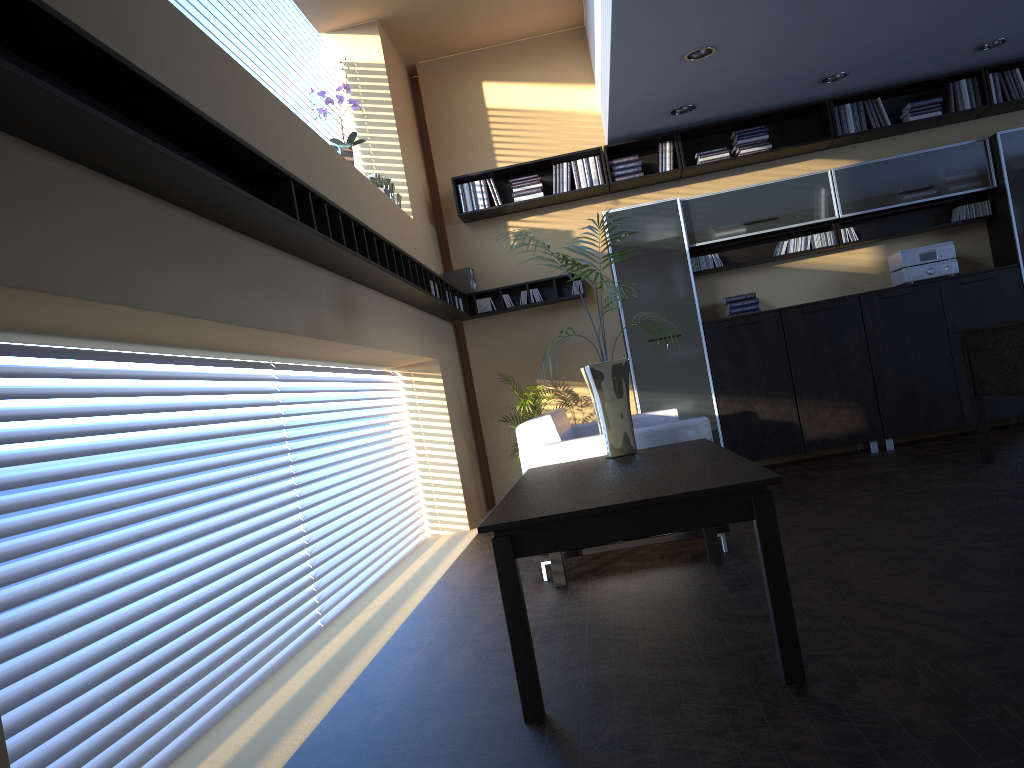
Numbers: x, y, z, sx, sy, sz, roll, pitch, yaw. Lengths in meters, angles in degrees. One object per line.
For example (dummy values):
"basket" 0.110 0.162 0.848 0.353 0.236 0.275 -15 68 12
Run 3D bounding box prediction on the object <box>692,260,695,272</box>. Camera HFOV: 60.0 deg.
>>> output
"object" 1.586 -1.035 7.777 0.009 0.120 0.142 -10 -1 6

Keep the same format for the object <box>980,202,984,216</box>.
"object" 3.959 -1.471 7.518 0.009 0.120 0.142 -10 -1 6

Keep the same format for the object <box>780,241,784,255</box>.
"object" 2.330 -1.168 7.696 0.059 0.113 0.142 -10 -1 6

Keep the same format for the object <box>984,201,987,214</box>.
"object" 3.989 -1.476 7.519 0.006 0.118 0.140 -10 -1 6

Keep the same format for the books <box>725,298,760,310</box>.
"books" 1.995 -0.690 7.681 0.258 0.050 0.207 -10 -1 6

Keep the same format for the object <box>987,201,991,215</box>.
"object" 4.008 -1.480 7.509 0.009 0.120 0.142 -10 -1 5

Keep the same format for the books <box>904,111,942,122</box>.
"books" 3.459 -2.229 7.495 0.258 0.050 0.207 -10 -1 5

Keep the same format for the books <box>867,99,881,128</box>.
"books" 3.047 -2.260 7.528 0.075 0.259 0.207 -10 0 6

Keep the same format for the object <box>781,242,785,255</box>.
"object" 2.340 -1.170 7.692 0.055 0.110 0.140 -10 -1 6

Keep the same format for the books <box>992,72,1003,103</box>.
"books" 4.022 -2.440 7.416 0.050 0.258 0.207 -10 0 5

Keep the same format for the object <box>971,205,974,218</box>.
"object" 3.881 -1.456 7.536 0.009 0.120 0.142 -10 -1 6

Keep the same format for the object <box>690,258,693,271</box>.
"object" 1.566 -1.031 7.775 0.009 0.120 0.142 -10 -1 6

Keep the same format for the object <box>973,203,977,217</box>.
"object" 3.900 -1.460 7.525 0.009 0.120 0.142 -10 -1 5

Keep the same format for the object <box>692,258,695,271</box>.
"object" 1.586 -1.035 7.772 0.006 0.118 0.140 -10 -1 6

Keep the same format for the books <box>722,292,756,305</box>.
"books" 1.963 -0.737 7.673 0.258 0.050 0.207 -10 -1 5

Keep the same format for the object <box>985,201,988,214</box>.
"object" 3.999 -1.478 7.517 0.009 0.120 0.142 -10 -1 6

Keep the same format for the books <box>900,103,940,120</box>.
"books" 3.444 -2.302 7.487 0.258 0.031 0.207 -10 -1 5

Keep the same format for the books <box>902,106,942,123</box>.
"books" 3.461 -2.273 7.486 0.258 0.031 0.207 -10 -1 6

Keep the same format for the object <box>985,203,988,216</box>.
"object" 3.990 -1.476 7.521 0.009 0.120 0.142 -10 -1 5

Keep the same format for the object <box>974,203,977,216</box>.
"object" 3.911 -1.462 7.535 0.006 0.118 0.140 -10 -1 6

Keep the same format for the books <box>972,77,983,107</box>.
"books" 3.870 -2.412 7.434 0.050 0.258 0.207 -10 0 6

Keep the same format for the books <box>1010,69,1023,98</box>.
"books" 4.178 -2.468 7.400 0.075 0.259 0.207 -10 0 5

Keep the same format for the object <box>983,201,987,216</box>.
"object" 3.979 -1.474 7.515 0.009 0.120 0.142 -10 -1 6

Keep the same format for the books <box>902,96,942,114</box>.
"books" 3.456 -2.346 7.477 0.258 0.050 0.207 -10 -1 6

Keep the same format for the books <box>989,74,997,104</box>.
"books" 3.971 -2.430 7.421 0.050 0.258 0.207 -10 0 5

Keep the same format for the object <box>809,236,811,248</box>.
"object" 2.559 -1.213 7.670 0.036 0.116 0.140 -10 -1 5

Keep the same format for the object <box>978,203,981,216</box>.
"object" 3.940 -1.467 7.527 0.006 0.118 0.140 -10 -1 6

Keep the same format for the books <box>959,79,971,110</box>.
"books" 3.768 -2.393 7.445 0.050 0.258 0.207 -10 0 5

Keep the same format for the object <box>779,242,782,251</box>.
"object" 2.311 -1.165 7.704 0.059 0.113 0.142 -10 -1 6

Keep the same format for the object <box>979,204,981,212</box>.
"object" 3.950 -1.469 7.527 0.009 0.120 0.142 -10 -1 5

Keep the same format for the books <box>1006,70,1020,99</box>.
"books" 4.147 -2.463 7.407 0.075 0.259 0.207 -10 0 6

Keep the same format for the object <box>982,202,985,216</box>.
"object" 3.969 -1.473 7.524 0.006 0.118 0.140 -10 -1 5

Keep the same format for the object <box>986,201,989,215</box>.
"object" 3.998 -1.478 7.510 0.006 0.118 0.140 -10 -1 6

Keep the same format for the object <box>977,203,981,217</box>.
"object" 3.930 -1.465 7.519 0.009 0.120 0.142 -10 -1 6

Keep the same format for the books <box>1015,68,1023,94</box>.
"books" 4.209 -2.474 7.396 0.075 0.259 0.207 -10 0 5

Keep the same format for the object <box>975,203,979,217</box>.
"object" 3.920 -1.464 7.523 0.009 0.120 0.142 -10 -1 6

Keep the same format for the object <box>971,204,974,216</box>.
"object" 3.891 -1.458 7.529 0.009 0.120 0.142 -10 -1 6

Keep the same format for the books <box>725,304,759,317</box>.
"books" 1.991 -0.638 7.673 0.258 0.050 0.207 -10 -1 6

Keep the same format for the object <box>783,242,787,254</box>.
"object" 2.360 -1.174 7.699 0.059 0.113 0.142 -10 -1 6

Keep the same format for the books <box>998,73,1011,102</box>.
"books" 4.087 -2.451 7.431 0.075 0.259 0.207 -10 0 6

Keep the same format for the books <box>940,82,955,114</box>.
"books" 3.665 -2.373 7.461 0.055 0.260 0.207 -10 0 6

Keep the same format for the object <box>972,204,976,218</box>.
"object" 3.889 -1.458 7.518 0.006 0.118 0.140 -10 -1 6

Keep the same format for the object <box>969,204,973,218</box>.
"object" 3.870 -1.455 7.523 0.009 0.120 0.142 -10 -1 5

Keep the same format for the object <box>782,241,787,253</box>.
"object" 2.350 -1.172 7.697 0.059 0.113 0.142 -10 -1 6

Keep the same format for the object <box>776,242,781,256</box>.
"object" 2.300 -1.163 7.695 0.059 0.113 0.142 -10 -1 5

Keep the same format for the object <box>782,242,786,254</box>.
"object" 2.350 -1.172 7.695 0.055 0.110 0.140 -10 -1 6

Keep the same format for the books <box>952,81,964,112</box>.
"books" 3.718 -2.384 7.459 0.050 0.258 0.207 -10 0 6

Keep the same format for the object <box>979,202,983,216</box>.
"object" 3.949 -1.469 7.518 0.006 0.118 0.140 -10 -1 6

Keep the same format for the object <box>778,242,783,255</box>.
"object" 2.320 -1.166 7.698 0.059 0.113 0.142 -10 -1 6

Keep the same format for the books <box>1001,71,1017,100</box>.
"books" 4.116 -2.457 7.406 0.075 0.259 0.207 -10 0 5

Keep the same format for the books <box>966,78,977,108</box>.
"books" 3.819 -2.402 7.440 0.050 0.258 0.207 -10 0 6

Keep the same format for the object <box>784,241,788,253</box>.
"object" 2.360 -1.174 7.692 0.055 0.110 0.140 -10 -1 6

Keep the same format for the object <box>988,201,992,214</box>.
"object" 4.018 -1.482 7.508 0.006 0.118 0.140 -10 -1 5

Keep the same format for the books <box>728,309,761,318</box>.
"books" 2.010 -0.590 7.668 0.258 0.050 0.207 -10 -1 6

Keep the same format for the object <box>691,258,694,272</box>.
"object" 1.576 -1.033 7.772 0.009 0.120 0.142 -10 -1 6
